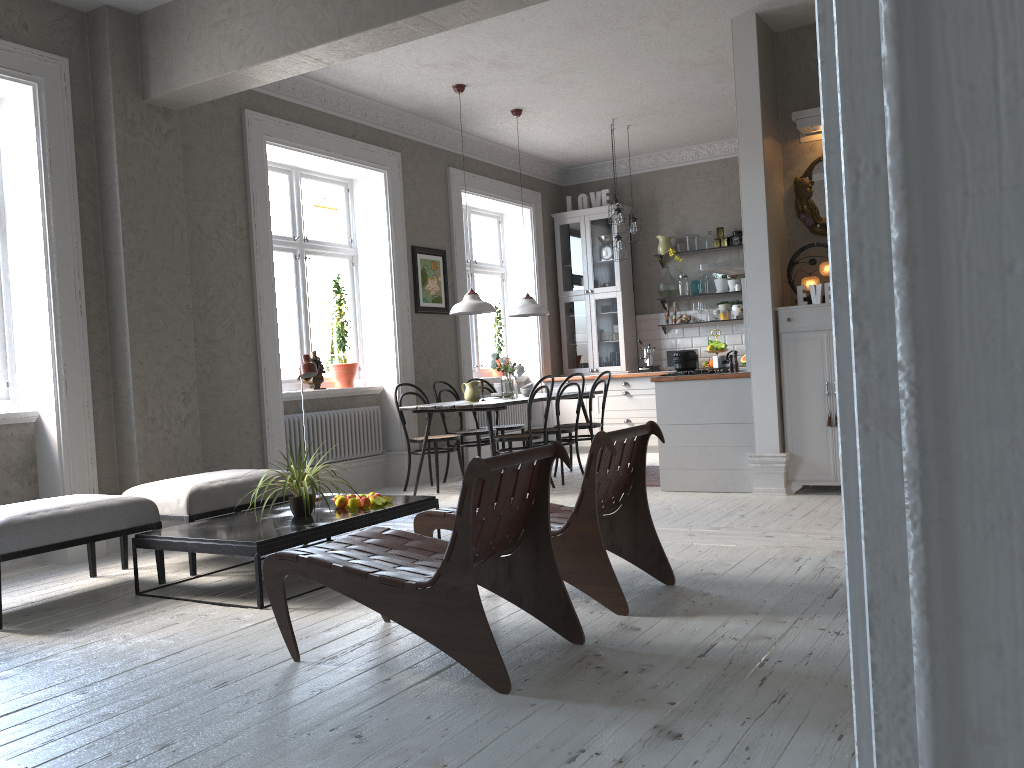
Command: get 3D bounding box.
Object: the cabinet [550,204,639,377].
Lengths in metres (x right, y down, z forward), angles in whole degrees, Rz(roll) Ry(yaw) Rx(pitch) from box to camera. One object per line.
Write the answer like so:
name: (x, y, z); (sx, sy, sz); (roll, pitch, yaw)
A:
cabinet: (0.977, -1.042, 10.273); (0.863, 1.921, 0.395); (-3, 1, 30)

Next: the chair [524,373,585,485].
chair: (0.363, 0.376, 7.520); (0.538, 0.920, 0.447); (-3, 1, 38)

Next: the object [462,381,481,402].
object: (-0.337, 0.063, 7.359); (0.150, 0.170, 0.135); (-4, 1, -8)

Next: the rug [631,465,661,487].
rug: (1.234, 0.774, 7.547); (0.722, 0.014, 1.313); (-3, 1, 31)

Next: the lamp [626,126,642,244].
lamp: (1.155, -2.262, 8.724); (0.145, 1.735, 0.148); (-3, 1, 18)

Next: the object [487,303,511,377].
object: (-0.156, -0.486, 9.769); (0.265, 0.813, 0.255); (-4, 1, -32)

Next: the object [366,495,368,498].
object: (-0.811, 0.633, 4.872); (0.063, 0.039, 0.067); (-3, 1, 36)

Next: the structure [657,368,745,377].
structure: (1.458, -0.094, 6.797); (0.487, 0.031, 0.617); (-3, 1, 31)

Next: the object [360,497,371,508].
object: (-0.775, 0.625, 4.674); (0.057, 0.058, 0.056); (-4, 1, -35)

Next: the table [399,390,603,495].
table: (-0.002, 0.488, 7.756); (0.888, 0.735, 1.955); (-3, 1, 31)

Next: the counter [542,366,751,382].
counter: (1.241, -0.075, 8.453); (3.103, 0.039, 3.453); (-3, 1, 31)

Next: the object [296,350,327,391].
object: (-1.650, -0.114, 7.265); (0.118, 0.329, 0.241); (-3, 1, 33)

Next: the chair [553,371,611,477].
chair: (0.635, 0.354, 7.932); (0.539, 0.920, 0.445); (-3, 1, 28)

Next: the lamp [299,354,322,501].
lamp: (-1.170, 0.253, 5.039); (0.140, 0.839, 0.247); (-4, 1, -23)

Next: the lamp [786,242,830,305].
lamp: (2.139, -0.710, 6.210); (0.440, 0.558, 0.175); (-3, 1, 38)

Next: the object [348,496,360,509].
object: (-0.835, 0.625, 4.682); (0.063, 0.063, 0.060); (-4, 1, -28)

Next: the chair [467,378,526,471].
chair: (-0.134, 0.392, 8.426); (0.537, 0.920, 0.447); (-3, 1, 43)

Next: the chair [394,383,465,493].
chair: (-0.697, 0.440, 7.526); (0.538, 0.920, 0.447); (-3, 1, 38)

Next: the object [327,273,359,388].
object: (-1.465, -0.461, 7.601); (0.274, 0.991, 0.266); (-4, 1, -20)

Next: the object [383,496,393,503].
object: (-0.681, 0.627, 4.811); (0.068, 0.037, 0.046); (-4, 1, -33)

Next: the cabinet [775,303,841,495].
cabinet: (2.219, 0.098, 6.094); (0.654, 1.297, 0.391); (-3, 1, 30)

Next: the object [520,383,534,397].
object: (0.134, 0.051, 7.911); (0.130, 0.119, 0.122); (-4, 1, -43)

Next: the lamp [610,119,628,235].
lamp: (0.976, -2.298, 8.456); (0.148, 1.735, 0.145); (-4, 1, -12)

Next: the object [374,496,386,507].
object: (-0.703, 0.623, 4.688); (0.057, 0.053, 0.061); (-3, 1, 37)

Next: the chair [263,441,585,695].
chair: (-0.327, 0.588, 3.119); (0.998, 0.721, 0.517); (-3, 1, 30)

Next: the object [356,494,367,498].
object: (-0.815, 0.625, 4.801); (0.062, 0.058, 0.061); (-4, 1, -15)

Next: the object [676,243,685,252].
object: (1.890, -1.510, 9.885); (0.101, 0.111, 0.105); (-3, 1, 30)

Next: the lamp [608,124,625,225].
lamp: (0.971, -2.431, 8.639); (0.145, 1.735, 0.148); (-3, 1, 18)

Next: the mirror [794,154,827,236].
mirror: (2.260, -1.348, 6.258); (0.523, 0.593, 0.072); (-3, 1, 30)

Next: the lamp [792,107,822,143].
lamp: (2.191, -1.824, 6.177); (0.408, 0.171, 0.223); (-3, 1, 30)

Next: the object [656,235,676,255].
object: (1.721, -1.554, 9.913); (0.186, 0.216, 0.177); (-2, 1, 45)

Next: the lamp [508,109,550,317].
lamp: (0.097, -1.542, 8.002); (0.371, 1.858, 0.387); (-3, 1, 38)

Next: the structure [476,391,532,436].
structure: (-0.146, 0.315, 9.515); (0.146, 0.428, 1.245); (-3, 1, 29)

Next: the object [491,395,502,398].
object: (-0.070, 0.108, 7.982); (0.242, 0.027, 0.232); (-4, 1, -41)

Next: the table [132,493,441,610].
table: (-1.110, 0.825, 4.608); (0.833, 0.303, 1.334); (-3, 1, 31)

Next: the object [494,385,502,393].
object: (-0.073, 0.055, 7.981); (0.177, 0.094, 0.182); (-3, 1, 22)

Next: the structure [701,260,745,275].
structure: (2.037, -1.785, 7.603); (0.699, 1.596, 0.725); (-3, 1, 31)

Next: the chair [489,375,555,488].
chair: (0.084, 0.401, 7.053); (0.539, 0.920, 0.445); (-3, 1, 28)

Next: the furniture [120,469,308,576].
furniture: (-1.701, 0.755, 5.096); (0.572, 0.476, 0.843); (-3, 1, 31)

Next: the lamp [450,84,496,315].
lamp: (-0.376, -1.501, 7.225); (0.385, 1.858, 0.373); (-4, 1, -22)

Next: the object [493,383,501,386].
object: (-0.075, 0.035, 7.981); (0.177, 0.094, 0.182); (-3, 1, 22)

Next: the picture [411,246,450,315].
picture: (-0.756, -0.964, 8.295); (0.019, 0.619, 0.531); (-3, 1, 31)

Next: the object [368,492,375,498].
object: (-0.754, 0.619, 4.820); (0.059, 0.062, 0.064); (-3, 1, 12)

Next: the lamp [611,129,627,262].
lamp: (1.019, -2.097, 8.817); (0.147, 1.735, 0.146); (-4, 1, -2)

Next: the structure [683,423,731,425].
structure: (1.500, 0.268, 6.787); (0.607, 0.623, 0.634); (-3, 1, 31)

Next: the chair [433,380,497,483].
chair: (-0.406, 0.415, 8.012); (0.539, 0.920, 0.445); (-3, 1, 28)

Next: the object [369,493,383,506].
object: (-0.729, 0.618, 4.748); (0.076, 0.064, 0.073); (-4, 1, -29)

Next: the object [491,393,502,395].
object: (-0.071, 0.091, 7.982); (0.242, 0.027, 0.232); (-4, 1, -36)

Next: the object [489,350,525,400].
object: (-0.034, -0.079, 7.416); (0.306, 0.414, 0.256); (-3, 1, 29)

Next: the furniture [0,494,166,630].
furniture: (-2.222, 0.799, 4.239); (0.572, 0.476, 0.843); (-3, 1, 31)

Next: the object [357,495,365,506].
object: (-0.807, 0.625, 4.740); (0.056, 0.058, 0.059); (-3, 1, 22)

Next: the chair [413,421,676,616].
chair: (0.126, 0.549, 3.864); (0.998, 0.721, 0.517); (-3, 1, 30)

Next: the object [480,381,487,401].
object: (-0.246, 0.058, 7.405); (0.058, 0.167, 0.060); (-2, 1, 44)

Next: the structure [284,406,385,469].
structure: (-1.485, 0.430, 7.310); (0.146, 0.428, 1.245); (-3, 1, 29)

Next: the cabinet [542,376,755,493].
cabinet: (1.727, 0.309, 8.366); (2.007, 0.854, 4.155); (-4, 1, -12)

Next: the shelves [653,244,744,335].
shelves: (2.231, -1.017, 9.710); (1.292, 0.923, 0.233); (-3, 1, 30)

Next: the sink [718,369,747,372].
sink: (1.915, -0.222, 7.288); (0.518, 0.720, 0.495); (-3, 1, 31)
